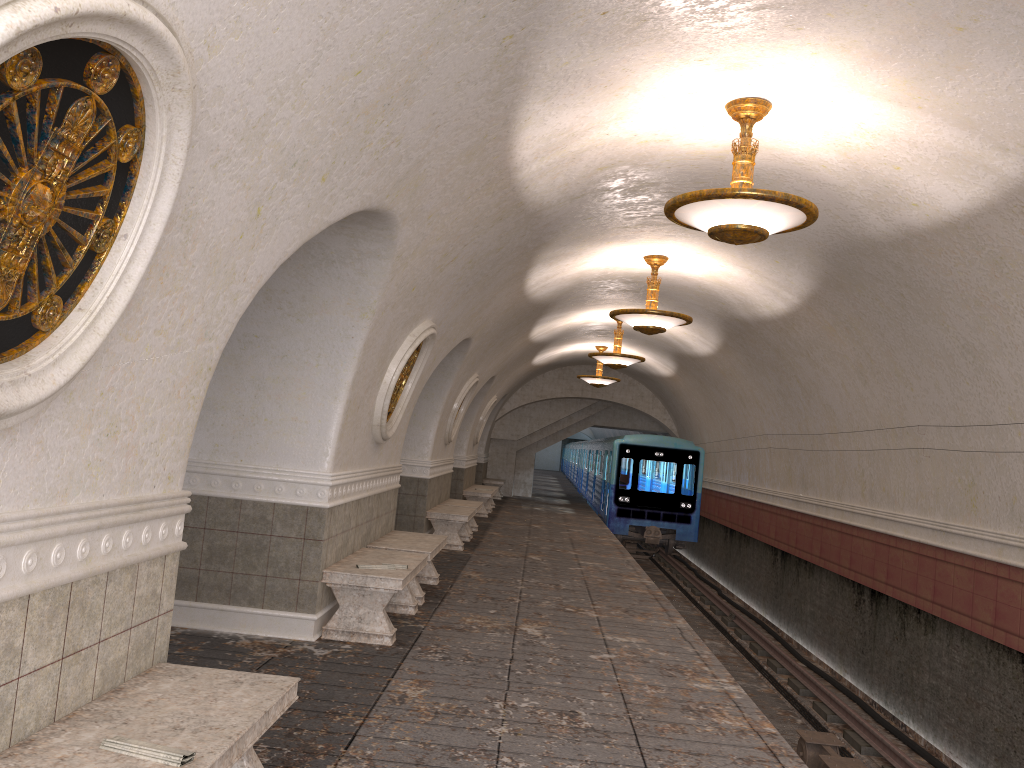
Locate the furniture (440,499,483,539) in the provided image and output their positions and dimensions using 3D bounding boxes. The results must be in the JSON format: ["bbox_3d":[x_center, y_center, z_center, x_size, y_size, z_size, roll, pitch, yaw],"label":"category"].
[{"bbox_3d":[-0.864,2.264,14.995,0.613,0.508,1.509,5,-4,2],"label":"furniture"}]

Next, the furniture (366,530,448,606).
[{"bbox_3d":[-1.056,1.838,8.992,0.613,0.508,1.509,5,-4,2],"label":"furniture"}]

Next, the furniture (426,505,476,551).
[{"bbox_3d":[-0.918,2.145,13.319,0.613,0.508,1.509,5,-4,2],"label":"furniture"}]

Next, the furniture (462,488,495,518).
[{"bbox_3d":[-0.727,2.566,19.263,0.613,0.508,1.509,5,-4,2],"label":"furniture"}]

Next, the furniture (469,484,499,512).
[{"bbox_3d":[-0.673,2.685,20.940,0.613,0.508,1.509,5,-4,2],"label":"furniture"}]

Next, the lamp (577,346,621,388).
[{"bbox_3d":[2.019,-0.382,20.425,1.008,0.955,1.008,9,-5,-42],"label":"lamp"}]

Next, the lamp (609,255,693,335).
[{"bbox_3d":[1.711,-1.065,10.796,1.008,0.955,1.008,4,-4,18],"label":"lamp"}]

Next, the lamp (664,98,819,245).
[{"bbox_3d":[1.556,-1.406,5.981,1.008,0.955,1.008,7,-4,-14],"label":"lamp"}]

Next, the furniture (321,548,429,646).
[{"bbox_3d":[-1.110,1.719,7.316,0.613,0.508,1.509,5,-4,2],"label":"furniture"}]

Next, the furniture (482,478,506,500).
[{"bbox_3d":[-0.525,3.012,25.547,0.613,0.508,1.509,5,-4,2],"label":"furniture"}]

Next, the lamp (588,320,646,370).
[{"bbox_3d":[1.865,-0.723,15.610,1.008,0.955,1.008,4,-4,18],"label":"lamp"}]

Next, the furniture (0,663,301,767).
[{"bbox_3d":[-1.249,1.413,3.002,0.613,0.508,1.509,5,-4,2],"label":"furniture"}]
